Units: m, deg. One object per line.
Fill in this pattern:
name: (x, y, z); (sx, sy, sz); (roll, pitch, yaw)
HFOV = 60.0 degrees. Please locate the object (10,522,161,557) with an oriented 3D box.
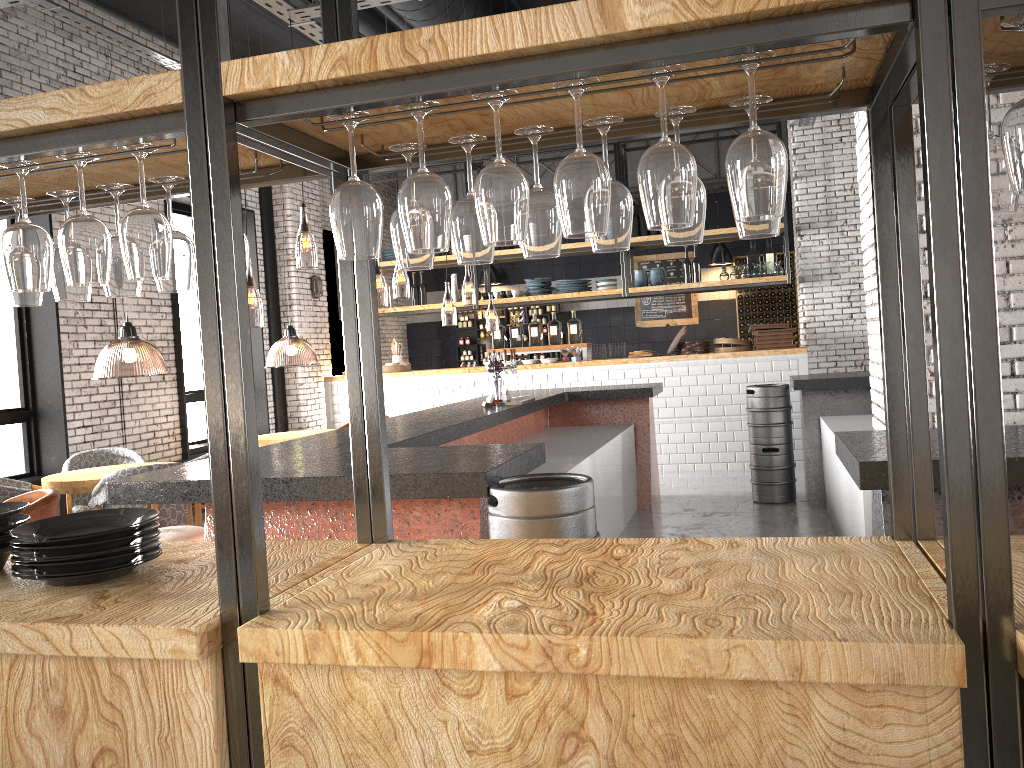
object: (-0.959, 0.353, 2.005); (0.306, 0.037, 0.306); (-3, 2, 17)

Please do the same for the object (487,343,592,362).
object: (0.355, -0.192, 10.955); (1.249, 0.551, 0.315); (-3, 1, 16)

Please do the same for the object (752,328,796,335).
object: (2.969, -0.595, 10.083); (0.405, 0.044, 0.636); (-3, 2, 9)

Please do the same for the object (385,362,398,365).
object: (-1.515, -0.230, 11.152); (0.160, 0.078, 0.161); (-4, 2, -6)

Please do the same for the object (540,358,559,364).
object: (0.446, -0.279, 10.581); (0.216, 0.060, 0.324); (-3, 2, 16)

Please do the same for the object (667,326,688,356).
object: (1.923, -0.503, 10.317); (0.242, 0.338, 0.488); (-4, 2, 1)

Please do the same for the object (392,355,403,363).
object: (-1.466, -0.264, 11.374); (0.129, 0.204, 0.129); (-5, 2, -39)

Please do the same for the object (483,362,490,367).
object: (-0.230, -0.239, 10.776); (0.216, 0.055, 0.324); (-3, 2, 16)

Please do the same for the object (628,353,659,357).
object: (1.571, -0.346, 10.500); (0.276, 0.019, 0.514); (-3, 2, 21)

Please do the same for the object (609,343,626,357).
object: (1.263, -0.407, 10.633); (0.181, 0.168, 0.170); (-4, 2, -4)

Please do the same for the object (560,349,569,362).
object: (0.634, -0.342, 10.558); (0.112, 0.165, 0.122); (-5, 2, -40)

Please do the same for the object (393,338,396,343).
object: (-1.501, -0.446, 11.427); (0.017, 0.289, 0.090); (-5, 1, -38)

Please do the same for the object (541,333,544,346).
object: (0.376, -0.548, 10.876); (0.031, 0.164, 0.046); (-3, 1, 41)

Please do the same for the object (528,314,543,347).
object: (0.292, -0.666, 10.956); (0.154, 0.404, 0.154); (-3, 1, 15)

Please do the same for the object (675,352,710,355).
object: (2.138, -0.362, 10.375); (0.407, 0.019, 0.458); (-5, 3, -39)

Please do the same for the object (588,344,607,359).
object: (1.020, -0.390, 10.606); (0.181, 0.168, 0.170); (-3, 2, 25)

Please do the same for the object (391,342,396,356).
object: (-1.509, -0.361, 11.401); (0.087, 0.356, 0.026); (-3, 1, 38)

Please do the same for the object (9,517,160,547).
object: (-0.960, 0.342, 2.006); (0.305, 0.048, 0.306); (-2, 3, 41)

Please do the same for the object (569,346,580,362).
object: (0.741, -0.358, 10.455); (0.128, 0.189, 0.123); (-3, 1, 24)

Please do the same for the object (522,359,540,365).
object: (0.227, -0.265, 10.659); (0.216, 0.055, 0.324); (-3, 2, 16)

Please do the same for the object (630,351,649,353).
object: (1.516, -0.377, 10.414); (0.172, 0.010, 0.369); (-3, 2, 26)

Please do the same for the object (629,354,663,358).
object: (1.603, -0.329, 10.444); (0.458, 0.019, 0.406); (-5, 3, -33)

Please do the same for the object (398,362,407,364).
object: (-1.383, -0.242, 11.245); (0.161, 0.078, 0.160); (-5, 2, -21)

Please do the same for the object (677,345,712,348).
object: (2.111, -0.441, 10.377); (0.458, 0.019, 0.406); (-5, 3, -32)

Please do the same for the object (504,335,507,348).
object: (-0.081, -0.522, 10.980); (0.032, 0.164, 0.080); (-4, 1, -13)

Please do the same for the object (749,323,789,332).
object: (2.900, -0.634, 10.035); (0.406, 0.094, 0.637); (-3, 2, 13)

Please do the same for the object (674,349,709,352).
object: (2.132, -0.394, 10.376); (0.458, 0.019, 0.407); (-2, 3, 44)

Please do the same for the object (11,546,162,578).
object: (-0.956, 0.407, 2.005); (0.305, 0.041, 0.306); (-2, 3, 33)

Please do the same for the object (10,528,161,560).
object: (-0.958, 0.368, 2.005); (0.306, 0.042, 0.306); (-5, 2, -27)

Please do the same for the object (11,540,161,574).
object: (-0.957, 0.392, 2.005); (0.306, 0.044, 0.306); (-3, 2, 16)

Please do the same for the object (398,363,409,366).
object: (-1.380, -0.223, 11.243); (0.161, 0.075, 0.160); (-5, 2, -21)

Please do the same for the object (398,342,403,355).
object: (-1.441, -0.355, 11.362); (0.123, 0.358, 0.076); (-3, 1, 31)

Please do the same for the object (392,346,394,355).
object: (-1.496, -0.329, 11.370); (0.071, 0.328, 0.052); (-4, 1, -29)

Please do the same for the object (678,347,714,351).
object: (2.124, -0.409, 10.378); (0.458, 0.019, 0.407); (-4, 2, -16)

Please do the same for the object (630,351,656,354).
object: (1.569, -0.371, 10.496); (0.229, 0.016, 0.557); (-3, 2, 22)

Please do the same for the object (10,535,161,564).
object: (-0.959, 0.383, 2.006); (0.306, 0.046, 0.305); (-5, 2, -27)

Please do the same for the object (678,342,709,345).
object: (2.129, -0.474, 10.374); (0.407, 0.019, 0.458); (-6, 3, -41)

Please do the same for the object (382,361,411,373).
object: (-1.498, -0.208, 11.257); (0.437, 0.156, 0.420); (-4, 2, -12)

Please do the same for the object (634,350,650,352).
object: (1.535, -0.385, 10.338); (0.184, 0.011, 0.254); (-2, 3, 37)

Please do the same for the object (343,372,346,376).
object: (-1.923, -0.149, 11.527); (0.411, 0.050, 0.411); (-3, 2, 15)

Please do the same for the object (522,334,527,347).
object: (0.152, -0.536, 10.932); (0.077, 0.164, 0.039); (-4, 1, -30)

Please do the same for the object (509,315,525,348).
object: (0.056, -0.653, 11.013); (0.154, 0.404, 0.154); (-3, 1, 15)

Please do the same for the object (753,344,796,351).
object: (2.981, -0.419, 10.086); (0.405, 0.044, 0.636); (-3, 2, 11)

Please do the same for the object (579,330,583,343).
object: (0.840, -0.573, 10.721); (0.061, 0.164, 0.034); (-5, 1, -41)

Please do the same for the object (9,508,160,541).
object: (-0.960, 0.327, 2.006); (0.306, 0.039, 0.306); (-4, 2, -2)

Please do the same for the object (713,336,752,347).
object: (2.543, -0.489, 10.219); (0.440, 0.154, 0.437); (-5, 2, -27)

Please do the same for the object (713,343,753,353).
object: (2.544, -0.422, 10.218); (0.436, 0.097, 0.437); (-2, 3, 40)

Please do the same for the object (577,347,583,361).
object: (0.785, -0.353, 10.574); (0.122, 0.165, 0.112); (-4, 1, -20)

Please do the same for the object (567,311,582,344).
object: (0.765, -0.693, 10.824); (0.154, 0.404, 0.154); (-3, 1, 15)

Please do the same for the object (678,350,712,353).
object: (2.151, -0.378, 10.363); (0.407, 0.019, 0.458); (-4, 2, -12)

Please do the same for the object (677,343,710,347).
object: (2.136, -0.458, 10.371); (0.407, 0.019, 0.458); (-5, 3, -32)

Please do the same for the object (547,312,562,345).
object: (0.525, -0.679, 10.887); (0.154, 0.404, 0.154); (-3, 1, 15)

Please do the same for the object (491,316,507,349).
object: (-0.165, -0.641, 11.083); (0.154, 0.404, 0.154); (-3, 1, 15)

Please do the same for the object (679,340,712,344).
object: (2.110, -0.489, 10.377); (0.458, 0.019, 0.407); (-5, 2, -28)

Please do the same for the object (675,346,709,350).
object: (2.094, -0.423, 10.370); (0.406, 0.019, 0.458); (-3, 2, 29)

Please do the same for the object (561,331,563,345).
object: (0.608, -0.560, 10.788); (0.024, 0.164, 0.062); (-4, 1, 6)

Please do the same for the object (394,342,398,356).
object: (-1.473, -0.355, 11.321); (0.033, 0.370, 0.137); (-4, 1, -18)

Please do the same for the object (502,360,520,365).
object: (-0.009, -0.253, 10.702); (0.216, 0.059, 0.324); (-3, 2, 16)

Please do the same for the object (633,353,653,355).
object: (1.562, -0.357, 10.497); (0.214, 0.013, 0.521); (-3, 2, 12)
